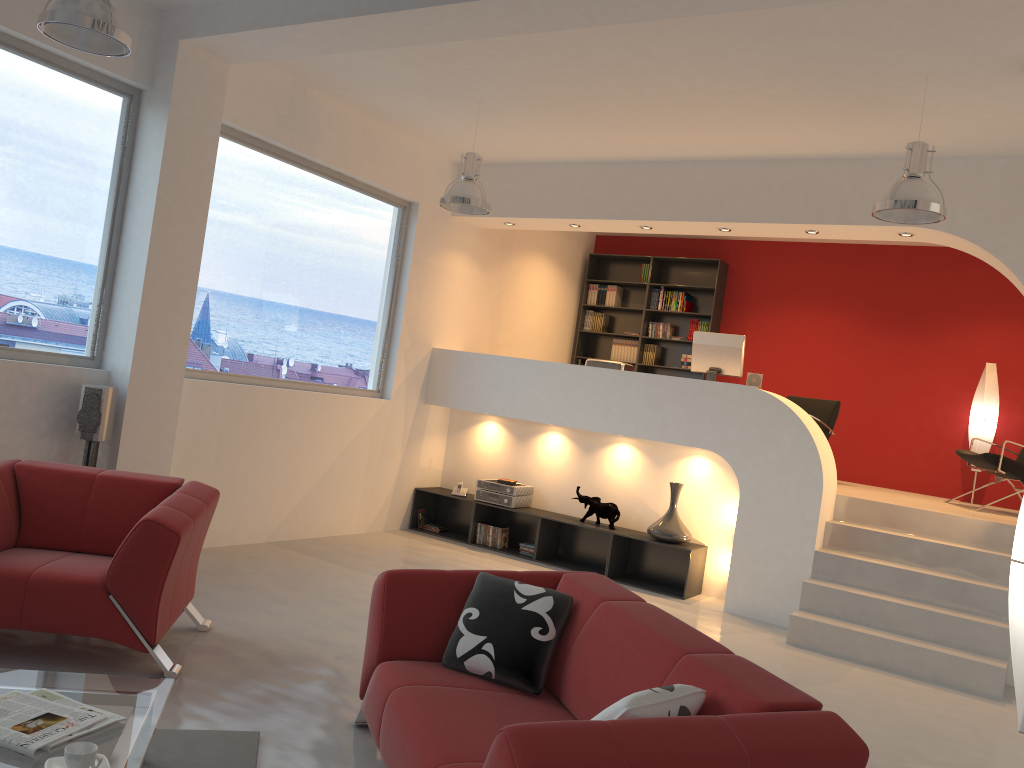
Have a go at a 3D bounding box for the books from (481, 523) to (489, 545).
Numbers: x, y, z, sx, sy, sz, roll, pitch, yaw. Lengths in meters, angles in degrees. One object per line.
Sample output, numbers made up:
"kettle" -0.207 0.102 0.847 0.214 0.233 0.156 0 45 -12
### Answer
"books" -0.238 1.374 8.130 0.031 0.190 0.135 8 -1 31

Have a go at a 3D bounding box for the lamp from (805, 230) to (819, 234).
"lamp" 2.341 -1.182 6.916 0.105 0.011 0.105 8 -1 20

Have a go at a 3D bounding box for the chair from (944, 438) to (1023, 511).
"chair" 4.287 0.716 7.628 0.768 0.795 0.664 8 -1 6

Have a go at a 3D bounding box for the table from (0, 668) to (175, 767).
"table" -1.570 1.089 2.347 1.097 0.286 1.162 8 -1 -14

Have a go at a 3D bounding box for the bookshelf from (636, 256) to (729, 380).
"bookshelf" 1.883 -0.322 10.148 0.816 2.213 0.305 8 -1 31

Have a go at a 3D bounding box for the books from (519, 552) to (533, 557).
"books" 0.179 1.520 7.923 0.190 0.015 0.135 8 -1 26

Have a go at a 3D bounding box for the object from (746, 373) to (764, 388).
"object" 2.054 -0.016 7.512 0.133 0.147 0.151 8 -1 15

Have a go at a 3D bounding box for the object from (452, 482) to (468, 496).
"object" -0.482 0.979 8.304 0.130 0.117 0.146 8 -1 7

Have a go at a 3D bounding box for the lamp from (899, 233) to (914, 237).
"lamp" 2.916 -1.103 6.560 0.105 0.011 0.105 8 -1 20

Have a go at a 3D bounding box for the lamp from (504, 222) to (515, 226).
"lamp" -0.025 -1.510 8.377 0.105 0.011 0.105 8 -1 35

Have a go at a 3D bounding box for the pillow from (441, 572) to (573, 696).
"pillow" -0.013 0.921 3.315 0.402 0.343 0.288 8 -1 24

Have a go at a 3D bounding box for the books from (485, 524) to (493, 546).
"books" -0.200 1.379 8.106 0.031 0.190 0.135 8 -1 31

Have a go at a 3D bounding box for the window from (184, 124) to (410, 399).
"window" -1.707 -0.860 7.046 0.100 1.800 2.400 8 -1 31

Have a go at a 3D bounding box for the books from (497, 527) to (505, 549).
"books" -0.086 1.395 8.036 0.031 0.190 0.135 8 -1 31

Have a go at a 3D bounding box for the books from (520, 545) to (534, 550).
"books" 0.182 1.460 7.918 0.190 0.015 0.135 8 -1 31

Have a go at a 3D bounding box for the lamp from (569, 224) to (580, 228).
"lamp" 0.566 -1.428 8.012 0.105 0.011 0.105 8 -1 20

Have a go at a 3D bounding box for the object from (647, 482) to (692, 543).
"object" 1.322 1.056 7.303 0.369 0.481 0.369 8 0 -3

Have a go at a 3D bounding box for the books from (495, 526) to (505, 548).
"books" -0.111 1.391 8.052 0.031 0.190 0.135 8 -1 31

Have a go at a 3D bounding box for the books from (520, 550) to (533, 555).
"books" 0.186 1.506 7.920 0.190 0.015 0.135 8 -1 31

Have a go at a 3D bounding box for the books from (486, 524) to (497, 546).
"books" -0.187 1.381 8.099 0.031 0.190 0.135 8 -1 31

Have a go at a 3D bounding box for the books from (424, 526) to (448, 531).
"books" -0.728 1.380 8.485 0.190 0.015 0.135 8 -1 31

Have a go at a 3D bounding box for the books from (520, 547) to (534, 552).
"books" 0.187 1.476 7.922 0.190 0.015 0.135 8 -1 31

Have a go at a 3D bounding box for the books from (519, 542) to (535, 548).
"books" 0.180 1.445 7.929 0.190 0.015 0.135 8 -1 26

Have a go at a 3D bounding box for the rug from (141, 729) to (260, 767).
"rug" -1.579 1.235 2.348 1.700 0.025 1.700 8 -1 -14

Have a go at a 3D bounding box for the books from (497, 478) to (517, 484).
"books" -0.044 0.889 8.123 0.135 0.015 0.190 8 -1 16

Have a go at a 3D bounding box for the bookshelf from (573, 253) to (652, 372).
"bookshelf" 1.194 -0.418 10.574 0.816 2.213 0.305 8 -1 31

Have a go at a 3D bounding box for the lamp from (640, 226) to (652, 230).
"lamp" 1.158 -1.346 7.647 0.105 0.011 0.105 8 -1 20

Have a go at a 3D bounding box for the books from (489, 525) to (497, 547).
"books" -0.162 1.384 8.083 0.031 0.190 0.135 8 -1 31

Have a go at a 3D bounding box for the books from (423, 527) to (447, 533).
"books" -0.735 1.394 8.487 0.190 0.015 0.135 8 -1 31

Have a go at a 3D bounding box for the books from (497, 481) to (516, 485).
"books" -0.048 0.903 8.113 0.135 0.015 0.190 8 -1 11

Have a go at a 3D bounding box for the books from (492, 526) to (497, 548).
"books" -0.136 1.388 8.067 0.031 0.190 0.135 8 -1 31

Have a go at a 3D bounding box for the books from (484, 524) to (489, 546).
"books" -0.212 1.377 8.114 0.031 0.190 0.135 8 -1 31

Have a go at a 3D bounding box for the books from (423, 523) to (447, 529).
"books" -0.740 1.363 8.493 0.190 0.015 0.135 8 -1 31

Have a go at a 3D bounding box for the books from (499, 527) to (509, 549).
"books" -0.073 1.396 8.028 0.031 0.190 0.135 8 -1 31

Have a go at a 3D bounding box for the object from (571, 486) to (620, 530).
"object" 0.734 1.068 7.685 0.191 0.296 0.507 9 -1 -43

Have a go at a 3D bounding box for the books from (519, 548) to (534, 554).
"books" 0.180 1.490 7.925 0.190 0.015 0.135 8 -1 36

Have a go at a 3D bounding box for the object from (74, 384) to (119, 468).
"object" -2.569 0.562 5.364 0.214 1.112 0.229 8 0 -4

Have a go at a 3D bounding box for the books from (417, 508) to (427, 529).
"books" -0.861 1.293 8.514 0.063 0.187 0.135 8 -1 31

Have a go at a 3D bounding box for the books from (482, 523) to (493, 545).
"books" -0.225 1.375 8.122 0.031 0.190 0.135 8 -1 31

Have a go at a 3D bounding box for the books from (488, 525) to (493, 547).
"books" -0.174 1.382 8.091 0.031 0.190 0.135 8 -1 31

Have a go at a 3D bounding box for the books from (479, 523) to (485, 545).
"books" -0.250 1.372 8.138 0.031 0.190 0.135 8 -1 31

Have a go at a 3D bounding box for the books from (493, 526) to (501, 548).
"books" -0.124 1.389 8.059 0.031 0.190 0.135 8 -1 31

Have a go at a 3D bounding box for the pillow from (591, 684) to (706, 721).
"pillow" 0.297 0.958 2.367 0.288 0.343 0.402 8 -1 39

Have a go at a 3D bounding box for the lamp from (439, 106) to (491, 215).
"lamp" -0.289 -1.676 6.493 0.379 0.800 0.379 8 0 3

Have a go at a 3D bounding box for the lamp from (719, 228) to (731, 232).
"lamp" 1.749 -1.264 7.281 0.105 0.011 0.105 8 -1 20

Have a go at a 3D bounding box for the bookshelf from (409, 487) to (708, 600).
"bookshelf" 0.321 1.361 7.878 2.764 0.397 0.405 8 -1 31

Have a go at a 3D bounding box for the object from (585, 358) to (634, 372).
"object" 0.939 -0.096 8.228 0.397 0.217 0.458 8 -1 31

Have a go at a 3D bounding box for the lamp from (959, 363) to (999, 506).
"lamp" 4.476 0.472 8.455 0.237 1.349 0.237 8 -1 40

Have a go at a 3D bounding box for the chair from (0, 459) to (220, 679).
"chair" -2.083 0.810 4.146 1.288 0.738 0.951 8 -1 -9

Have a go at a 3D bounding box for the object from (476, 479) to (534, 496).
"object" -0.065 0.947 8.157 0.430 0.077 0.349 8 -1 31

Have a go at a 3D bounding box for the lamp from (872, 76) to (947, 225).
"lamp" 2.254 -1.324 4.922 0.379 0.800 0.379 8 0 3

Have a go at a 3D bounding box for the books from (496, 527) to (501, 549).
"books" -0.098 1.393 8.044 0.031 0.190 0.135 8 -1 31

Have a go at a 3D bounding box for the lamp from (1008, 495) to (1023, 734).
"lamp" 2.094 0.878 3.442 0.313 1.779 0.313 8 -1 40

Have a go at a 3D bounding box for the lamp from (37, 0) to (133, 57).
"lamp" -1.835 -1.921 3.934 0.379 0.800 0.379 8 -1 -30

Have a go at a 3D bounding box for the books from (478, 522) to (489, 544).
"books" -0.263 1.370 8.146 0.031 0.190 0.135 8 -1 31

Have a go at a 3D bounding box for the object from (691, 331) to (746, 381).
"object" 1.771 -0.209 7.642 0.458 0.452 0.230 8 -1 31

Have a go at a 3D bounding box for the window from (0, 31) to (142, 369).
"window" -3.151 -1.088 4.658 0.100 1.800 2.400 8 -1 31

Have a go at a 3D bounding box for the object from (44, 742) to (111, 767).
"object" -1.119 0.974 2.292 0.153 0.069 0.153 8 -1 -32

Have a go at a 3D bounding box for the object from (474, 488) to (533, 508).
"object" -0.083 1.044 8.149 0.430 0.100 0.365 8 -1 31

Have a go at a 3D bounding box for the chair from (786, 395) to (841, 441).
"chair" 2.660 0.491 8.565 0.768 0.795 0.664 9 -1 -39
